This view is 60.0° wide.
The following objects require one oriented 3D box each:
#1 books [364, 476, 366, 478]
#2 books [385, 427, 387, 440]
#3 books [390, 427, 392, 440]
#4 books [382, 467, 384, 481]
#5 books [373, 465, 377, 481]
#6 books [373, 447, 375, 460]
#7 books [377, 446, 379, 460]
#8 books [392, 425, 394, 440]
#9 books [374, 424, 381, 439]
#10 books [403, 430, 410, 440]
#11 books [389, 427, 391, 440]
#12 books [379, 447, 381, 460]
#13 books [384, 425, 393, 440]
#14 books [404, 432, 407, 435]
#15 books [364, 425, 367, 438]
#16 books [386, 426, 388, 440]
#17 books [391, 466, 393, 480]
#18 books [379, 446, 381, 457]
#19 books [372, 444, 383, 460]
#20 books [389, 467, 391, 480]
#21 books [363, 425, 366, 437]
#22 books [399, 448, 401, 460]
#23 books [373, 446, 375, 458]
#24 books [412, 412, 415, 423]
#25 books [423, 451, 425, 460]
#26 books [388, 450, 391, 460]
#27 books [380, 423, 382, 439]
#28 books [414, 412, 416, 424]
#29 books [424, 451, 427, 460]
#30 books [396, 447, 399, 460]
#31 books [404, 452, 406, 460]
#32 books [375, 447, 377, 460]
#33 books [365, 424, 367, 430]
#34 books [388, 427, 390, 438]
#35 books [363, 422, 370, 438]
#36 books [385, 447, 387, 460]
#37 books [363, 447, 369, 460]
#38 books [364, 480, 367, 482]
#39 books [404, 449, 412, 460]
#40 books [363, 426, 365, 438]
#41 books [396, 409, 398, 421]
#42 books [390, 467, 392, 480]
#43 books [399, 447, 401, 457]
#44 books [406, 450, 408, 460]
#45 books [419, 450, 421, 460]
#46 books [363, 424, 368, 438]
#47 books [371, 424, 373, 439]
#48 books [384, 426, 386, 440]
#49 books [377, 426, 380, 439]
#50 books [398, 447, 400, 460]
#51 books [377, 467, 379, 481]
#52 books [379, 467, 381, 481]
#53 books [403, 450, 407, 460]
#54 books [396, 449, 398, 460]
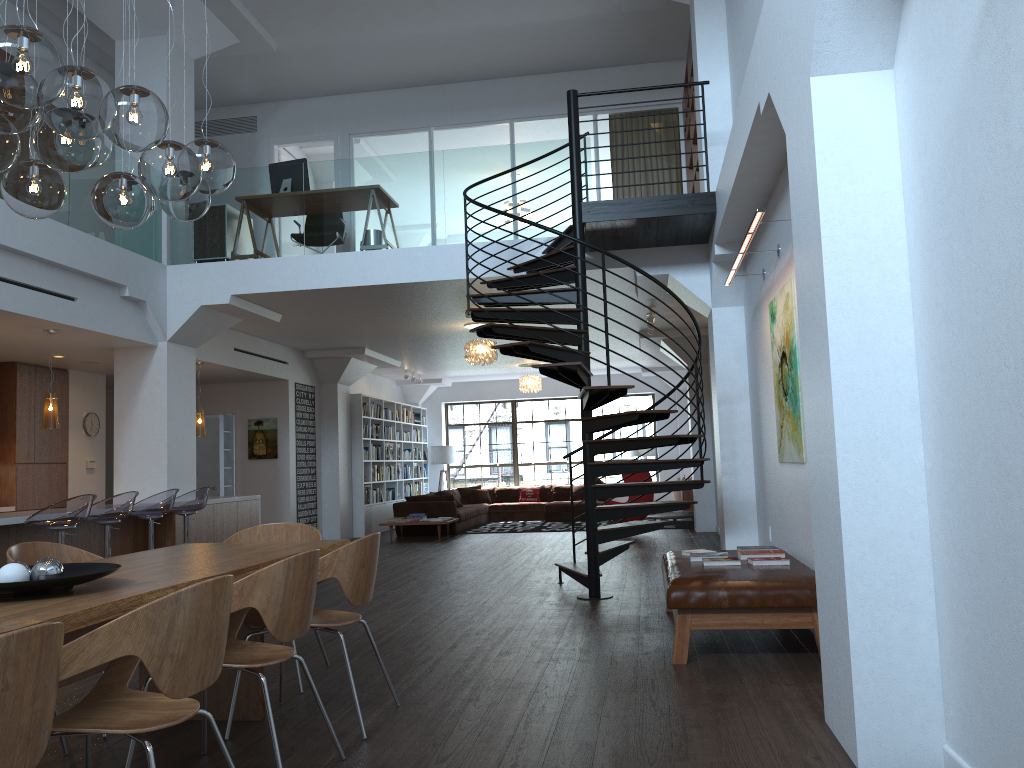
[{"bbox_3d":[-2.603,1.597,15.148,0.174,0.032,0.254,-2,-5,3],"label":"books"},{"bbox_3d":[-2.414,0.914,16.407,0.174,0.239,0.045,-3,-5,8],"label":"books"},{"bbox_3d":[-2.364,0.944,16.751,0.174,0.239,0.045,-3,-5,8],"label":"books"},{"bbox_3d":[-2.427,1.635,16.110,0.183,0.253,0.034,-3,-5,8],"label":"books"},{"bbox_3d":[-2.492,1.585,15.740,0.176,0.290,0.053,-3,-5,8],"label":"books"},{"bbox_3d":[-2.516,1.228,15.631,0.174,0.239,0.045,-3,-5,8],"label":"books"},{"bbox_3d":[-2.477,1.242,15.876,0.182,0.253,0.034,-3,-5,8],"label":"books"},{"bbox_3d":[-2.354,0.934,16.890,0.197,0.283,0.065,-3,-5,8],"label":"books"},{"bbox_3d":[-2.485,0.869,16.122,0.198,0.284,0.049,-3,-5,8],"label":"books"},{"bbox_3d":[-2.162,1.064,18.113,0.140,0.231,0.042,-3,-5,8],"label":"books"},{"bbox_3d":[-2.376,0.936,16.702,0.170,0.245,0.057,-3,-5,8],"label":"books"},{"bbox_3d":[-2.461,1.257,15.974,0.174,0.239,0.045,-3,-5,8],"label":"books"},{"bbox_3d":[-2.359,0.925,16.830,0.176,0.290,0.053,-3,-5,8],"label":"books"},{"bbox_3d":[-2.190,1.072,17.931,0.134,0.184,0.030,-3,-5,8],"label":"books"},{"bbox_3d":[-2.589,0.817,15.231,0.172,0.235,0.112,-3,-5,8],"label":"books"},{"bbox_3d":[-2.401,0.916,16.507,0.182,0.253,0.034,-3,-5,8],"label":"books"},{"bbox_3d":[-2.340,1.681,16.687,0.180,0.259,0.060,-3,-5,8],"label":"books"},{"bbox_3d":[-2.462,1.254,16.015,0.182,0.253,0.034,-3,-5,8],"label":"books"},{"bbox_3d":[-2.448,1.243,16.112,0.176,0.294,0.102,-3,-5,8],"label":"books"},{"bbox_3d":[-2.361,1.681,16.566,0.174,0.240,0.045,-3,-5,8],"label":"books"},{"bbox_3d":[-2.596,0.817,15.199,0.152,0.232,0.104,-3,-5,8],"label":"books"},{"bbox_3d":[-2.264,1.369,17.320,0.171,0.246,0.036,-3,-5,8],"label":"books"},{"bbox_3d":[-2.512,1.229,15.682,0.170,0.245,0.057,-3,-5,8],"label":"books"},{"bbox_3d":[-2.130,0.717,18.549,0.183,0.253,0.042,-3,-5,8],"label":"books"},{"bbox_3d":[-1.981,1.546,19.181,0.167,0.210,0.162,-3,-5,8],"label":"books"},{"bbox_3d":[-2.364,1.327,16.606,0.161,0.207,0.135,-3,-5,8],"label":"books"},{"bbox_3d":[-2.460,0.870,16.171,0.176,0.291,0.053,-3,-5,8],"label":"books"},{"bbox_3d":[-2.117,0.720,18.591,0.183,0.253,0.042,-3,-5,8],"label":"books"},{"bbox_3d":[-1.959,1.550,19.269,0.182,0.215,0.188,-3,-5,8],"label":"books"},{"bbox_3d":[-2.284,1.351,17.148,0.174,0.251,0.051,-3,-5,8],"label":"books"},{"bbox_3d":[-2.183,1.438,17.678,0.120,0.167,0.019,-3,-5,8],"label":"books"},{"bbox_3d":[-2.496,1.247,15.807,0.167,0.230,0.037,-3,-5,8],"label":"books"},{"bbox_3d":[-2.593,0.819,15.275,0.172,0.239,0.093,-3,-5,8],"label":"books"},{"bbox_3d":[-2.383,0.931,16.661,0.159,0.250,0.026,-3,-5,8],"label":"books"},{"bbox_3d":[-2.562,0.803,15.391,0.176,0.290,0.053,-3,-5,8],"label":"books"},{"bbox_3d":[-2.401,1.291,16.378,0.174,0.240,0.054,-3,-5,8],"label":"books"},{"bbox_3d":[-2.549,1.209,15.360,0.140,0.231,0.042,-3,-5,8],"label":"books"},{"bbox_3d":[-2.598,1.664,15.147,0.197,0.035,0.284,-2,-5,-2],"label":"books"},{"bbox_3d":[-2.127,1.444,18.128,0.140,0.231,0.042,-3,-5,8],"label":"books"},{"bbox_3d":[-2.605,0.821,15.170,0.161,0.218,0.101,-3,-5,8],"label":"books"},{"bbox_3d":[-2.317,0.615,17.224,0.174,0.236,0.136,-3,-5,8],"label":"books"},{"bbox_3d":[-2.344,1.677,16.604,0.183,0.253,0.034,-3,-5,8],"label":"books"},{"bbox_3d":[-2.261,1.370,17.357,0.160,0.251,0.036,-3,-5,8],"label":"books"},{"bbox_3d":[-2.169,1.438,17.843,0.136,0.196,0.045,-3,-5,8],"label":"books"},{"bbox_3d":[-2.038,1.501,18.804,0.174,0.236,0.142,-3,-5,8],"label":"books"},{"bbox_3d":[-2.581,0.821,15.313,0.174,0.242,0.105,-3,-5,8],"label":"books"},{"bbox_3d":[-2.541,0.845,15.660,0.183,0.253,0.042,-3,-5,8],"label":"books"},{"bbox_3d":[-2.421,0.901,16.334,0.182,0.253,0.034,-3,-5,8],"label":"books"},{"bbox_3d":[-2.483,0.881,16.005,0.174,0.240,0.054,-3,-5,8],"label":"books"},{"bbox_3d":[-2.278,1.362,17.253,0.183,0.253,0.039,-3,-5,8],"label":"books"},{"bbox_3d":[-2.466,1.618,15.862,0.171,0.246,0.057,-3,-5,8],"label":"books"},{"bbox_3d":[-2.456,1.621,15.944,0.183,0.253,0.034,-3,-5,8],"label":"books"},{"bbox_3d":[-2.184,1.426,17.764,0.140,0.206,0.042,-3,-5,8],"label":"books"},{"bbox_3d":[-2.290,1.362,17.107,0.161,0.223,0.030,-3,-5,8],"label":"books"}]
